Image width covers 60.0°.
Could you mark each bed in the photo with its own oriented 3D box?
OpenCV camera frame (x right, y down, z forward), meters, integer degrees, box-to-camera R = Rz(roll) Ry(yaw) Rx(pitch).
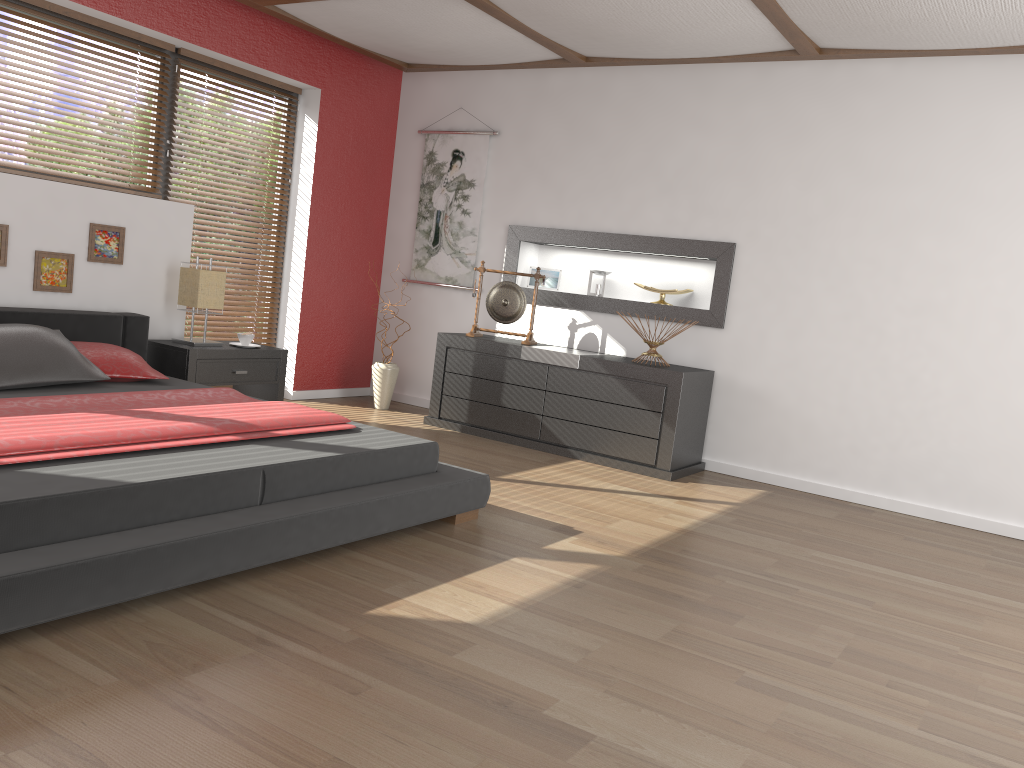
[{"bbox_3d":[-1.732,0.116,3.217,2.413,0.577,2.469,11,7,31],"label":"bed"}]

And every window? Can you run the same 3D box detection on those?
[{"bbox_3d":[-2.837,-1.485,4.017,0.020,0.786,2.817,11,7,31],"label":"window"},{"bbox_3d":[-1.864,-1.006,5.725,0.020,1.893,0.889,11,7,31],"label":"window"}]

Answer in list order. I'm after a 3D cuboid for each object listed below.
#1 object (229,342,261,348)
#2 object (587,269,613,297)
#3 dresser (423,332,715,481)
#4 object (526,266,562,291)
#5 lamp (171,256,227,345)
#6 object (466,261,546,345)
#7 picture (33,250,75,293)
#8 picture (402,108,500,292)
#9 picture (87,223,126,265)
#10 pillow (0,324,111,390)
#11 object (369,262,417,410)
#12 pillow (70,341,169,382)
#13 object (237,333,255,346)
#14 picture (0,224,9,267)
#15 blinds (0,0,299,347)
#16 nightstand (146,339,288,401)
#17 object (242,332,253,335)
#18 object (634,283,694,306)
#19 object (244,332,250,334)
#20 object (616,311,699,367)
[{"bbox_3d":[-1.563,-0.226,5.193,0.179,0.012,0.179,3,8,-33],"label":"object"},{"bbox_3d":[0.579,-0.667,5.900,0.159,0.171,0.159,6,6,-9],"label":"object"},{"bbox_3d":[0.327,0.092,5.549,1.740,0.608,0.540,11,7,31],"label":"dresser"},{"bbox_3d":[0.221,-0.723,6.083,0.226,0.146,0.041,8,6,11],"label":"object"},{"bbox_3d":[-1.752,-0.474,4.997,0.200,0.480,0.200,11,7,31],"label":"lamp"},{"bbox_3d":[-0.038,-0.530,5.730,0.490,0.498,0.173,9,7,17],"label":"object"},{"bbox_3d":[-2.308,-0.564,4.470,0.010,0.200,0.200,11,7,31],"label":"picture"},{"bbox_3d":[-0.441,-1.328,6.331,0.701,1.270,0.028,11,7,31],"label":"picture"},{"bbox_3d":[-2.141,-0.739,4.685,0.010,0.200,0.200,11,7,31],"label":"picture"},{"bbox_3d":[-2.097,-0.121,3.669,0.386,0.241,0.744,10,7,27],"label":"pillow"},{"bbox_3d":[-0.888,-0.336,6.118,0.364,1.035,0.422,8,6,7],"label":"object"},{"bbox_3d":[-2.007,-0.104,4.085,0.745,0.172,0.418,2,8,-39],"label":"pillow"},{"bbox_3d":[-1.560,-0.258,5.189,0.099,0.069,0.099,3,8,-33],"label":"object"},{"bbox_3d":[-2.476,-0.660,4.172,0.010,0.200,0.200,11,7,31],"label":"picture"},{"bbox_3d":[-2.851,-0.903,4.042,0.032,1.952,4.840,11,7,31],"label":"blinds"},{"bbox_3d":[-1.710,-0.016,5.128,0.413,0.423,0.700,11,7,31],"label":"nightstand"},{"bbox_3d":[-1.543,-0.293,5.173,0.007,0.007,0.192,7,6,1],"label":"object"},{"bbox_3d":[0.959,-0.563,5.644,0.350,0.116,0.181,9,7,22],"label":"object"},{"bbox_3d":[-1.557,-0.296,5.192,0.007,0.007,0.192,7,6,-4],"label":"object"},{"bbox_3d":[0.834,-0.257,5.205,0.481,0.282,0.481,7,6,-2],"label":"object"}]
